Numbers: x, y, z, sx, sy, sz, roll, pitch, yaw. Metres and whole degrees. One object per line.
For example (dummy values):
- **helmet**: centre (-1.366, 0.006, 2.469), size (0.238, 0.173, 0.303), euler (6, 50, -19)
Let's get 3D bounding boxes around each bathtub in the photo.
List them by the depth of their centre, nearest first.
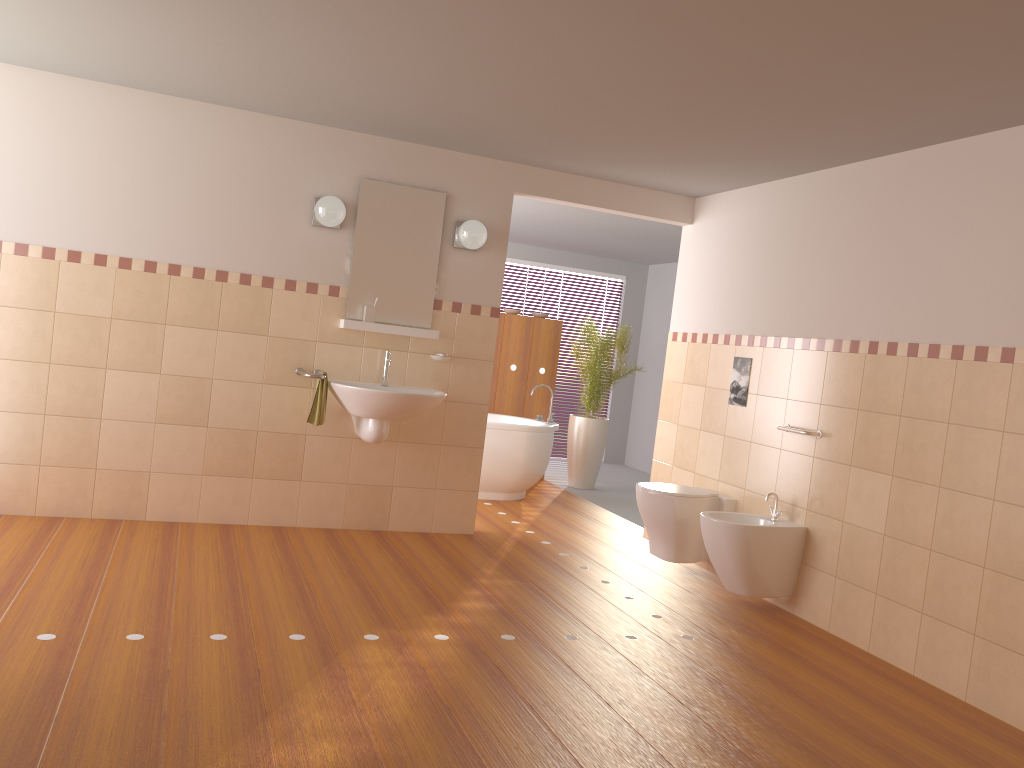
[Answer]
- **bathtub**: centre (-0.518, 0.375, 6.938), size (1.874, 0.900, 0.888), euler (6, 2, -20)

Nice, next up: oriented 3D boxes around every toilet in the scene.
- **toilet**: centre (0.946, 0.799, 5.094), size (0.534, 0.400, 0.375), euler (6, 2, -20)

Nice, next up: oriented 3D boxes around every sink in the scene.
- **sink**: centre (1.181, 0.794, 4.472), size (0.515, 0.517, 0.335), euler (6, 2, -20)
- **sink**: centre (-0.681, 0.081, 4.925), size (0.683, 0.516, 0.539), euler (6, 2, -20)

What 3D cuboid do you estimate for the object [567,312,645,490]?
- **object**: centre (0.806, 0.164, 7.867), size (0.683, 1.557, 1.335), euler (7, 2, 13)

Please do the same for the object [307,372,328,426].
- **object**: centre (-1.059, 0.080, 4.892), size (0.085, 0.306, 0.181), euler (7, 2, -4)

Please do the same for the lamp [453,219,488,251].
- **lamp**: centre (-0.234, -0.871, 5.179), size (0.173, 0.173, 0.209), euler (6, 2, -20)

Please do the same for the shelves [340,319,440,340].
- **shelves**: centre (-0.702, -0.314, 5.097), size (0.554, 0.050, 0.138), euler (6, 2, -20)

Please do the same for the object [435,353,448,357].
- **object**: centre (-0.415, -0.171, 5.234), size (0.075, 0.023, 0.050), euler (8, 3, 35)

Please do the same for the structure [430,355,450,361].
- **structure**: centre (-0.419, -0.149, 5.234), size (0.117, 0.029, 0.092), euler (6, 2, -20)

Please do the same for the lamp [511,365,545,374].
- **lamp**: centre (-0.248, -0.174, 7.858), size (1.169, 0.052, 0.001), euler (6, 2, -20)

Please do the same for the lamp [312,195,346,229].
- **lamp**: centre (-1.006, -0.952, 4.898), size (0.173, 0.173, 0.209), euler (6, 2, -20)

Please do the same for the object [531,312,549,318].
- **object**: centre (0.256, -0.623, 8.141), size (0.173, 0.046, 0.173), euler (6, 2, -20)

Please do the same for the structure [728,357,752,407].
- **structure**: centre (1.308, -0.014, 5.092), size (0.005, 0.279, 0.170), euler (6, 2, -20)

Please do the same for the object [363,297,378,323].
- **object**: centre (-0.805, -0.424, 5.043), size (0.063, 0.149, 0.073), euler (6, 2, -20)

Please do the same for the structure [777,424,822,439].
- **structure**: centre (1.449, 0.237, 4.521), size (0.091, 0.042, 0.295), euler (6, 2, -20)

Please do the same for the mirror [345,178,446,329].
- **mirror**: centre (-0.668, -0.747, 5.128), size (0.502, 0.799, 0.008), euler (6, 2, -20)

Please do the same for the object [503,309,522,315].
- **object**: centre (0.002, -0.650, 8.048), size (0.173, 0.046, 0.173), euler (6, 2, -20)

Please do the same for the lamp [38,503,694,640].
- **lamp**: centre (-1.165, 0.842, 4.676), size (3.173, 0.001, 2.893), euler (6, 2, -20)

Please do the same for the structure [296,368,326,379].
- **structure**: centre (-1.099, -0.053, 4.872), size (0.142, 0.042, 0.333), euler (6, 2, -20)

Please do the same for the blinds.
- **blinds**: centre (-1.077, -0.369, 9.155), size (4.712, 2.022, 0.032), euler (6, 2, -20)
